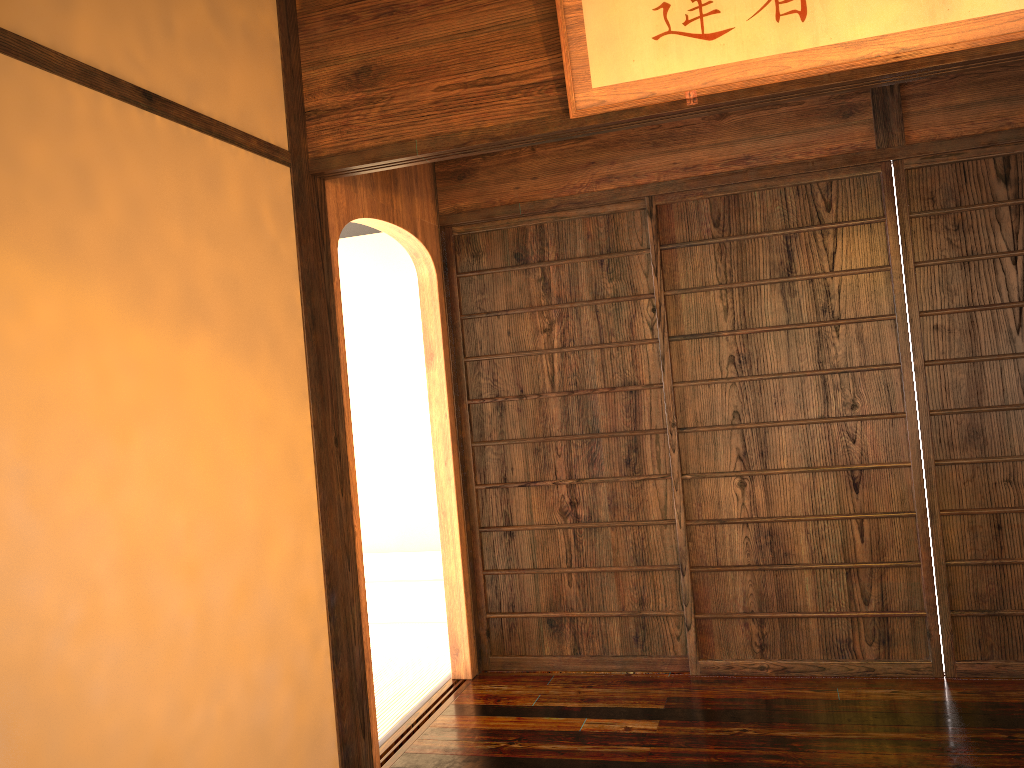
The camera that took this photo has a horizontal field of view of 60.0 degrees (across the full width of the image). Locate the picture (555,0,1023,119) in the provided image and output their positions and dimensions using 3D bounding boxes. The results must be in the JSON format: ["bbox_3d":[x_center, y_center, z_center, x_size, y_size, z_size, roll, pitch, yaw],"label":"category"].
[{"bbox_3d":[1.107,-1.148,2.281,2.042,0.566,0.117,-5,-2,17],"label":"picture"}]
